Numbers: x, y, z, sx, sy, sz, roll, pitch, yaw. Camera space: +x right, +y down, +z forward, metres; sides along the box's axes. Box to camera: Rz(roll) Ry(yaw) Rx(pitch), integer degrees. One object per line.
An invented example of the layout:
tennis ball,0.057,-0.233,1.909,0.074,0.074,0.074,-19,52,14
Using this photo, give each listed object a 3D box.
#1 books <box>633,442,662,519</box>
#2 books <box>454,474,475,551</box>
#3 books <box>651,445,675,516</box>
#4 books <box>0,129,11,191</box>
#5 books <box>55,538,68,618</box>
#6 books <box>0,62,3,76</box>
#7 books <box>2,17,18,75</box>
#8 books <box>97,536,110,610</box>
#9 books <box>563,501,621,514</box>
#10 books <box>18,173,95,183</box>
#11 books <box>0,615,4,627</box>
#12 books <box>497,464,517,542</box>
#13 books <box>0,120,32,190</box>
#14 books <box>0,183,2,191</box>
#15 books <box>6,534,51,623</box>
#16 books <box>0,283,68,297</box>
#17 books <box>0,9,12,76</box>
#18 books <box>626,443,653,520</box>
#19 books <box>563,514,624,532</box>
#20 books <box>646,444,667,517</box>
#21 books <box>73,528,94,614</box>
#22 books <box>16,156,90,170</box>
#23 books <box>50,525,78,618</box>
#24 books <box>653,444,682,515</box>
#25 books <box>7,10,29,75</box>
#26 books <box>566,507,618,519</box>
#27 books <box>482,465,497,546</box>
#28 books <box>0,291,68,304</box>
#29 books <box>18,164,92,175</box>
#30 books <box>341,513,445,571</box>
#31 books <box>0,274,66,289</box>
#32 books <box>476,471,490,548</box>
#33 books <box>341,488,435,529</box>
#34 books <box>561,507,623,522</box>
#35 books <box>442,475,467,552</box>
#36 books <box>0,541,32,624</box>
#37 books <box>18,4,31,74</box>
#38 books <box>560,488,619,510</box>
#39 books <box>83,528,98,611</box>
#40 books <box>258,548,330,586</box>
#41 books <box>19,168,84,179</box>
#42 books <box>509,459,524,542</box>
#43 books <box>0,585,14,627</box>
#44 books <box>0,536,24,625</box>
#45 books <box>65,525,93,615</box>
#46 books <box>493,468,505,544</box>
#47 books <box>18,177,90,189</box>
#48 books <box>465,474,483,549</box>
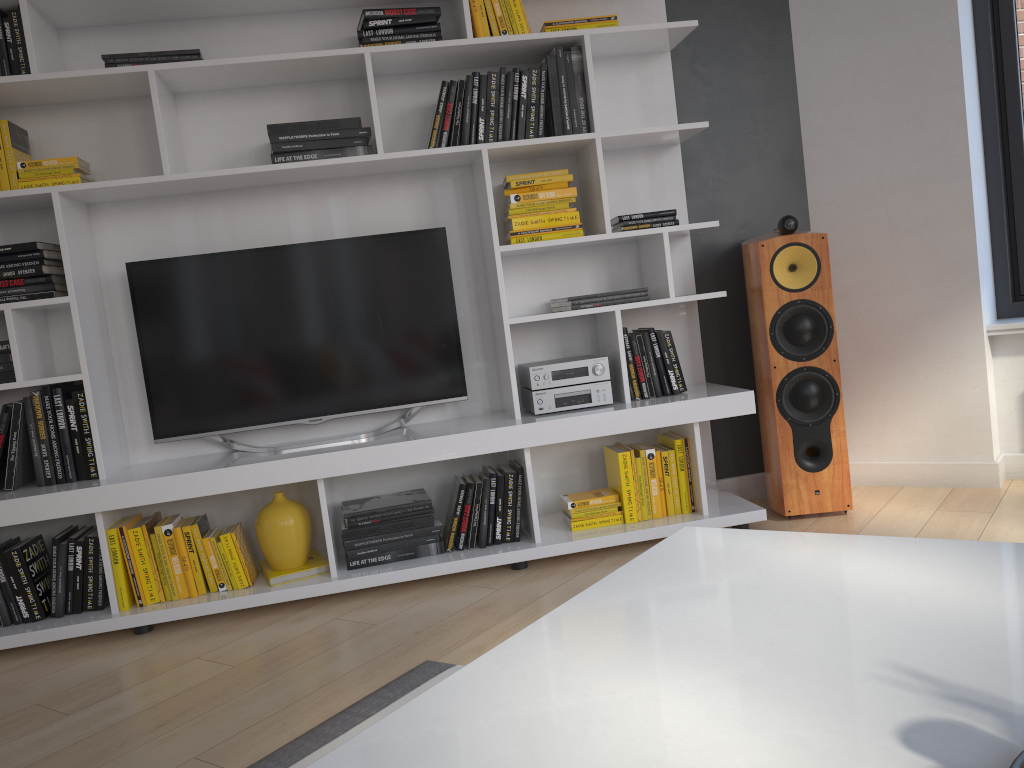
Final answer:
books,0.490,0.349,3.239,0.035,0.250,0.185,-8,5,-8
books,-0.172,0.452,3.147,0.096,0.234,0.187,-8,5,-8
books,0.544,0.350,3.246,0.024,0.234,0.172,-8,5,-8
books,-1.654,-0.732,2.926,0.024,0.234,0.172,-8,5,-8
books,-1.466,0.630,2.938,0.069,0.242,0.172,-8,5,-7
books,-1.658,-1.073,2.893,0.021,0.221,0.156,-8,5,-8
books,-1.609,-1.072,2.901,0.021,0.200,0.147,-8,5,-8
books,-1.351,0.601,2.979,0.066,0.260,0.197,-8,5,-8
books,0.287,0.436,3.207,0.187,0.014,0.134,-8,5,-8
books,-1.511,-0.673,2.946,0.196,0.011,0.148,-8,5,-8
books,-1.681,0.661,2.915,0.049,0.236,0.170,-8,5,-8
books,-0.023,0.422,3.167,0.084,0.249,0.191,-8,5,-8
books,-1.629,-0.735,2.934,0.024,0.234,0.172,-8,5,-8
books,-1.678,-0.731,2.926,0.023,0.239,0.169,-8,5,-8
books,-1.569,0.638,2.930,0.083,0.249,0.191,-8,5,-8
books,-1.629,-0.303,2.946,0.270,0.025,0.189,-8,5,-9
books,-1.636,-1.083,2.901,0.025,0.232,0.176,-8,5,-8
books,0.463,0.352,3.237,0.019,0.251,0.180,-8,5,-8
books,0.292,0.487,3.211,0.190,0.033,0.147,-8,5,-8
books,0.519,0.351,3.246,0.023,0.239,0.169,-8,5,-8
books,-1.419,0.619,2.957,0.071,0.243,0.179,-8,5,-9
books,-1.521,-0.722,2.950,0.186,0.026,0.138,-8,5,-8
books,-1.493,0.621,2.961,0.066,0.260,0.197,-8,5,-8
books,0.569,0.346,3.254,0.024,0.234,0.172,-8,5,-8
books,-1.582,-1.084,2.906,0.038,0.218,0.169,-8,5,-8
books,0.285,0.453,3.192,0.169,0.018,0.113,-8,5,-7
books,-0.087,0.429,3.159,0.075,0.254,0.192,-8,5,-9
books,-1.626,-0.278,2.946,0.263,0.026,0.189,-8,5,-10
books,-1.513,-0.702,2.939,0.187,0.014,0.134,-8,5,-8
books,-0.426,0.531,3.138,0.343,0.137,0.277,-8,5,-13
books,-1.642,-0.331,2.960,0.266,0.030,0.209,-8,5,-10
books,-0.104,0.441,3.131,0.069,0.242,0.172,-8,5,-7
books,-0.447,0.439,3.151,0.310,0.047,0.250,-8,5,-13
books,0.289,0.464,3.213,0.196,0.011,0.148,-8,5,-8
books,-0.205,0.456,3.138,0.104,0.234,0.182,-8,5,-8
books,-1.602,0.647,2.922,0.066,0.242,0.177,-8,5,-9
books,-1.554,-1.094,2.902,0.019,0.230,0.174,-8,5,-8
books,0.279,0.415,3.217,0.186,0.026,0.138,-8,5,-8
books,-1.384,0.611,2.973,0.084,0.249,0.191,-8,5,-8
books,-0.758,0.633,3.077,0.204,0.029,0.270,-9,5,-23
books,-1.514,-0.685,2.925,0.169,0.018,0.113,-8,5,-7
books,0.009,0.413,3.172,0.066,0.260,0.197,-8,5,-8
books,-1.659,0.655,2.910,0.050,0.242,0.169,-8,5,-9
books,-1.633,0.645,2.925,0.066,0.255,0.193,-8,5,-9
books,-1.447,0.617,2.965,0.075,0.254,0.192,-8,5,-9
books,-0.058,0.432,3.157,0.068,0.243,0.179,-8,5,-10
books,-1.508,-0.650,2.944,0.190,0.033,0.147,-8,5,-8
books,-0.140,0.448,3.138,0.081,0.233,0.169,-8,5,-9
